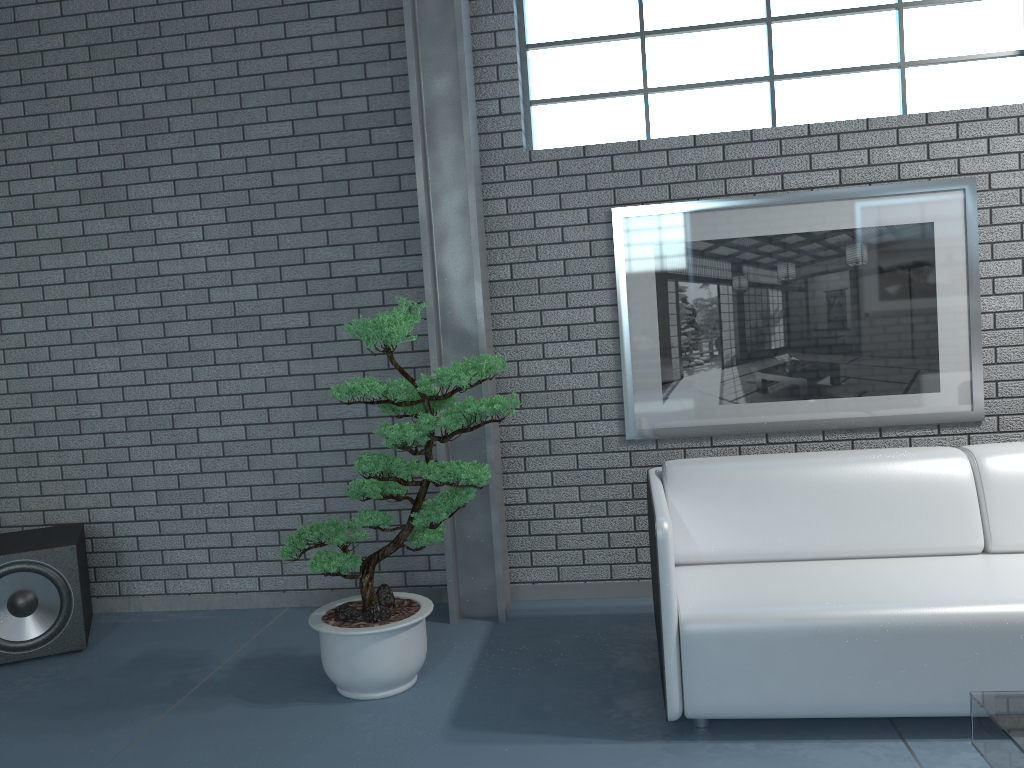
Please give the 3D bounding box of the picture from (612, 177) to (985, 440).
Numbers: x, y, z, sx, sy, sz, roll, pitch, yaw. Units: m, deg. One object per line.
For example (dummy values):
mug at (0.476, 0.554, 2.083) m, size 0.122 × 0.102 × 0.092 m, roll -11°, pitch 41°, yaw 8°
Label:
picture at (1.204, -0.301, 3.778) m, size 1.490 × 1.015 × 0.020 m, roll -4°, pitch 4°, yaw 7°

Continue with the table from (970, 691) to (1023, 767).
table at (1.488, 0.886, 1.617) m, size 0.900 × 0.300 × 0.900 m, roll -4°, pitch 4°, yaw 7°

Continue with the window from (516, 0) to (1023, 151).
window at (1.111, -1.847, 3.888) m, size 2.200 × 1.500 × 0.100 m, roll -4°, pitch 4°, yaw 7°

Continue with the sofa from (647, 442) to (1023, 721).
sofa at (1.584, 0.571, 2.865) m, size 2.238 × 0.661 × 0.919 m, roll -4°, pitch 4°, yaw 7°

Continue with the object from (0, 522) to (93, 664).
object at (-2.101, 0.910, 3.857) m, size 0.445 × 0.464 × 0.536 m, roll -6°, pitch 4°, yaw -22°

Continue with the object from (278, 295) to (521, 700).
object at (-0.399, 0.396, 3.001) m, size 0.586 × 1.362 × 1.032 m, roll -6°, pitch 4°, yaw -33°
